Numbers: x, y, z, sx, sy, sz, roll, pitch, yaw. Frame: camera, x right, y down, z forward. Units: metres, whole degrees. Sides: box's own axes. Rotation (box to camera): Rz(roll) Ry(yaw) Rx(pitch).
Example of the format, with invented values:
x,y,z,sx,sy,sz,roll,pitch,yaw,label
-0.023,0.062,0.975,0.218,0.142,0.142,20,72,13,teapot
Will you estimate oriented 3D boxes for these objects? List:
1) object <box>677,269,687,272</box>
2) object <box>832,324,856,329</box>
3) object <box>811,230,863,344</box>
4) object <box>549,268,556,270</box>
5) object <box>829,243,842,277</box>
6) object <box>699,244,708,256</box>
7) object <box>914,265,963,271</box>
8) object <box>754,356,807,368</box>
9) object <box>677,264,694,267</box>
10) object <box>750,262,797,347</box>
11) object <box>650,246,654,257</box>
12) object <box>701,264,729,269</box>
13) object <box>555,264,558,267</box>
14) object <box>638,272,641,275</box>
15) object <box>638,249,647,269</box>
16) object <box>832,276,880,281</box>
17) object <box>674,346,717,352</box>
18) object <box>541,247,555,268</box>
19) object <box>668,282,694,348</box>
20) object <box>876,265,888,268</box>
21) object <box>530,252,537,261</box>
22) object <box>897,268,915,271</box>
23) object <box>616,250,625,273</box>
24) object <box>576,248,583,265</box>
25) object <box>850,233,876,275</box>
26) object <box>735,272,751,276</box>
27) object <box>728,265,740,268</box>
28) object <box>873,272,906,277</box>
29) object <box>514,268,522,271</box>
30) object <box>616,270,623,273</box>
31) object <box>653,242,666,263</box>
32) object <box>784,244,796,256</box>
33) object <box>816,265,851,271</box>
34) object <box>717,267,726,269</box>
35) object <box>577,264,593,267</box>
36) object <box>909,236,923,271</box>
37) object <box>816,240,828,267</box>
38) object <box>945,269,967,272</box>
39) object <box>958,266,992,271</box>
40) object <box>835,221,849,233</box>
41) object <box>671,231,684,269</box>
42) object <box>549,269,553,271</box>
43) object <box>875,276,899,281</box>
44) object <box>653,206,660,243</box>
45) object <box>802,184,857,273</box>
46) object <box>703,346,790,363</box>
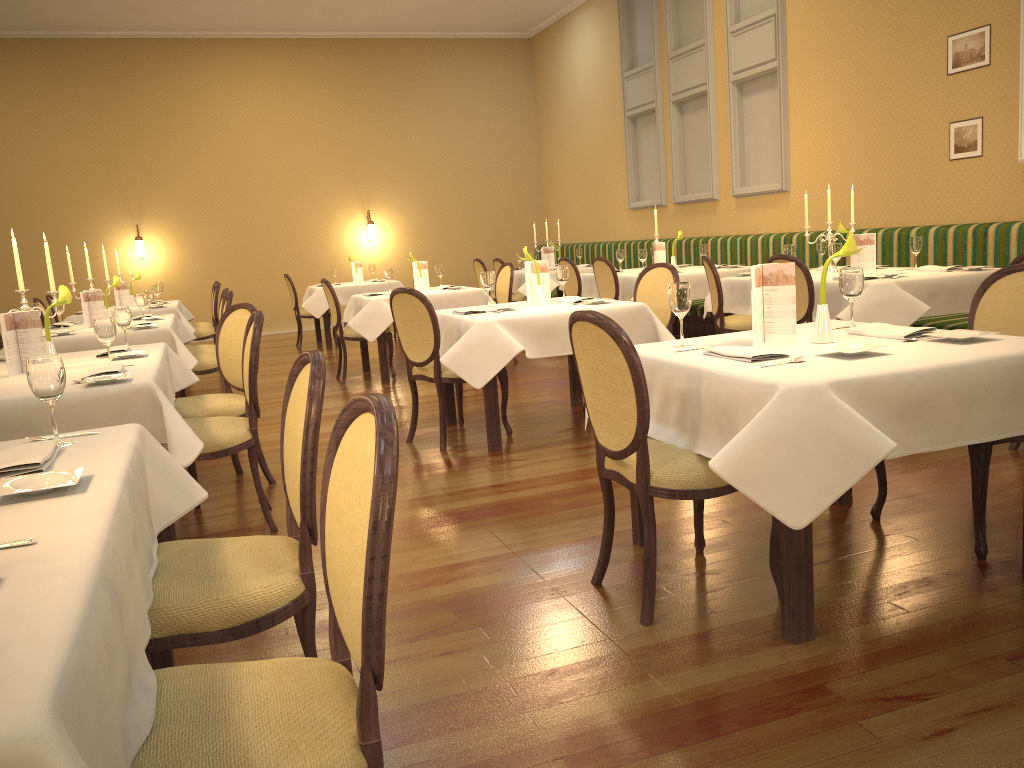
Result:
x,y,z,sx,sy,sz,roll,pitch,yaw,label
1.500,-1.036,8.165,0.160,0.024,0.160,-8,10,-19,object
1.215,-0.211,3.338,0.185,0.010,0.017,-7,10,-18,object
1.089,-0.329,2.986,0.163,0.375,0.076,-4,9,3,object
0.506,-1.413,10.909,0.160,0.024,0.160,-8,10,-19,object
2.176,-0.828,5.955,0.088,0.229,0.088,1,11,28,object
1.863,-1.243,8.615,0.088,0.229,0.088,1,11,28,object
2.842,-0.771,5.914,0.142,0.033,0.273,-8,10,-19,object
0.797,-0.065,2.634,0.181,0.015,0.038,-7,10,-17,object
1.749,-1.206,9.075,0.160,0.024,0.160,-8,10,-19,object
0.888,-0.277,3.077,0.166,0.277,0.081,-6,10,-12,object
1.536,-1.369,9.531,0.088,0.229,0.088,1,11,28,object
1.929,-1.117,8.436,0.142,0.033,0.273,-8,10,-19,object
0.572,-1.613,12.073,0.142,0.033,0.273,-8,10,-19,object
1.288,-1.025,8.202,0.142,0.024,0.273,-8,10,-19,object
1.249,-1.170,8.457,0.088,0.229,0.088,1,11,28,object
2.201,-0.679,5.681,0.142,0.024,0.273,-8,10,-19,object
0.648,-0.126,3.083,0.185,0.010,0.017,-8,10,-19,object
0.465,-1.622,11.427,0.166,0.277,0.081,-4,9,2,object
0.603,-0.246,3.162,0.088,0.229,0.088,1,11,28,object
2.663,-0.860,6.554,0.160,0.024,0.160,-8,10,-19,object
0.275,-1.552,11.227,0.088,0.229,0.088,1,11,28,object
2.748,-0.800,6.186,0.185,0.010,0.017,-7,10,-18,object
1.093,-1.234,8.918,0.088,0.229,0.088,1,11,28,object
0.869,-1.620,11.359,0.088,0.229,0.088,1,11,28,object
2.394,-0.886,6.066,0.166,0.277,0.081,1,11,32,object
1.825,-0.850,6.883,0.160,0.024,0.160,-8,10,-19,object
2.048,-1.083,8.195,0.160,0.024,0.160,-8,10,-19,object
2.413,-0.690,5.643,0.160,0.024,0.160,-8,10,-19,object
0.021,-1.533,11.848,0.142,0.033,0.273,-8,10,-19,object
1.015,-1.157,9.103,0.142,0.033,0.273,-8,10,-19,object
1.433,-1.250,8.717,0.081,0.277,0.166,4,13,42,object
2.006,-0.888,6.396,0.088,0.229,0.088,1,11,28,object
2.480,-0.890,6.807,0.142,0.033,0.273,-8,10,-19,object
1.971,-1.087,8.277,0.181,0.015,0.038,-7,10,-17,object
0.935,-1.493,11.180,0.142,0.033,0.273,-8,10,-19,object
2.776,-0.898,6.093,0.088,0.229,0.088,0,10,23,object
2.449,-1.024,7.009,0.088,0.229,0.088,1,11,28,object
2.885,-0.741,5.755,0.181,0.015,0.038,-7,10,-17,object
2.962,-0.738,5.674,0.160,0.024,0.160,-8,10,-19,object
2.380,-0.971,6.274,0.163,0.375,0.076,-4,9,3,object
1.622,-1.322,8.754,0.076,0.375,0.163,-11,12,-37,object
0.418,-1.377,10.761,0.181,0.015,0.038,-7,10,-17,object
2.325,-0.655,5.495,0.181,0.015,0.038,-7,10,-17,object
1.464,-1.483,8.967,0.131,0.655,0.390,-4,9,0,object
2.313,-1.135,6.459,0.390,0.655,0.131,-5,9,-5,object
0.747,-0.099,2.847,0.142,0.024,0.273,-8,10,-19,object
